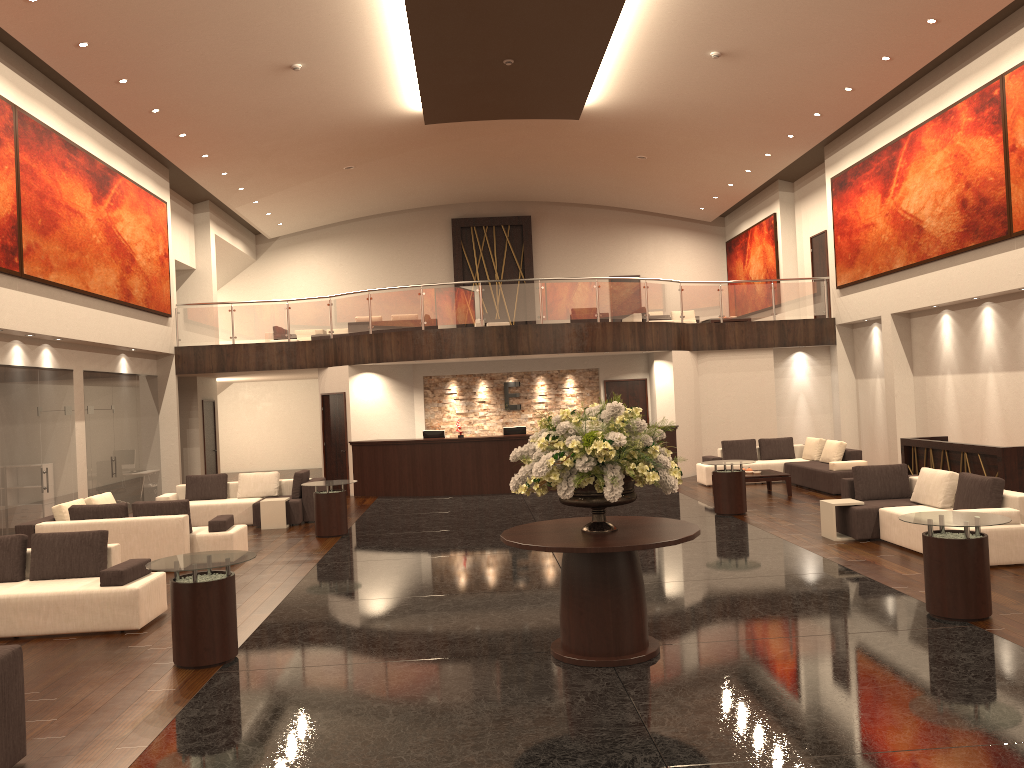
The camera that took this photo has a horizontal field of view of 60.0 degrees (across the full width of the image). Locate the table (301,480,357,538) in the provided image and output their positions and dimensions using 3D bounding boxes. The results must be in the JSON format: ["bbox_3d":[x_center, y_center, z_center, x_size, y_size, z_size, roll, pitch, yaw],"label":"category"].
[{"bbox_3d":[-2.741,1.890,13.406,0.833,0.795,0.844,-3,-1,36],"label":"table"}]

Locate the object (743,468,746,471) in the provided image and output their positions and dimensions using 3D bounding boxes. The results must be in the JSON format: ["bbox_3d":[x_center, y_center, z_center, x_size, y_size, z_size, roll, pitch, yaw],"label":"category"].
[{"bbox_3d":[4.215,1.566,16.213,0.119,0.106,0.119,-3,-1,21],"label":"object"}]

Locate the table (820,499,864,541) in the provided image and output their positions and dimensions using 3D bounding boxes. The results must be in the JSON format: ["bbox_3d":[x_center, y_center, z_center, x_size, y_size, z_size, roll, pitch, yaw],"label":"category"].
[{"bbox_3d":[4.158,1.703,11.154,0.400,0.460,0.400,-3,-1,-3],"label":"table"}]

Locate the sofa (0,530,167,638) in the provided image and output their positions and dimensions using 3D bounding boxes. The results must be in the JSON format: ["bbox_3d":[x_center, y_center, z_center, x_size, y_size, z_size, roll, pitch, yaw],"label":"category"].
[{"bbox_3d":[-4.628,1.865,7.274,2.586,0.862,3.366,-3,-1,-3],"label":"sofa"}]

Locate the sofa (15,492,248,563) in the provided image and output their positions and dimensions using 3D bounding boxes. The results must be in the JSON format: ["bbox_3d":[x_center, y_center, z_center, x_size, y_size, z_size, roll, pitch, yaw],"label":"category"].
[{"bbox_3d":[-4.899,1.949,12.617,2.586,0.862,3.366,-3,-1,-3],"label":"sofa"}]

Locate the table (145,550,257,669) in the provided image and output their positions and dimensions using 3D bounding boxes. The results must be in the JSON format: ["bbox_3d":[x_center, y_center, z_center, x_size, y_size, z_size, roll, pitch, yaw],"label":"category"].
[{"bbox_3d":[-2.438,1.790,7.022,0.833,0.795,0.844,-2,-1,-42],"label":"table"}]

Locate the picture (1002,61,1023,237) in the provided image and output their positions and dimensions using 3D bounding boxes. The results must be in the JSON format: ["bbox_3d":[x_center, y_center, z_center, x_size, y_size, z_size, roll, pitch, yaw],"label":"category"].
[{"bbox_3d":[7.728,-3.542,11.345,0.070,2.526,4.515,-3,-1,-3],"label":"picture"}]

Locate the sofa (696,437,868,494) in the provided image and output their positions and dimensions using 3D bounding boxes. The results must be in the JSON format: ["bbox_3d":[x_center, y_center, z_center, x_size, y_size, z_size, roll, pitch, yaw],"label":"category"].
[{"bbox_3d":[5.130,1.532,16.872,2.586,0.862,3.366,-3,-1,-3],"label":"sofa"}]

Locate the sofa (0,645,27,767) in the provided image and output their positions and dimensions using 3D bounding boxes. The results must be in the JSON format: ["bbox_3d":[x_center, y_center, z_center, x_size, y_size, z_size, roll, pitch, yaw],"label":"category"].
[{"bbox_3d":[-4.214,1.810,4.673,2.846,0.862,1.291,-3,-1,-3],"label":"sofa"}]

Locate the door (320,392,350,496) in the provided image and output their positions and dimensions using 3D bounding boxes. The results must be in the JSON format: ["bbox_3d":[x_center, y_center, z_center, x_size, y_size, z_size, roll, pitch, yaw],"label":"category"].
[{"bbox_3d":[-3.863,1.307,19.426,0.104,2.232,0.990,-2,-1,-42],"label":"door"}]

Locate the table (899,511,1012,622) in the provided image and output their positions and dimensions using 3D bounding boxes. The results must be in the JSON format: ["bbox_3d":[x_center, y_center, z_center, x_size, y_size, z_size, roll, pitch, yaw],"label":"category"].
[{"bbox_3d":[3.665,1.505,7.316,0.833,0.795,0.844,-2,-1,-42],"label":"table"}]

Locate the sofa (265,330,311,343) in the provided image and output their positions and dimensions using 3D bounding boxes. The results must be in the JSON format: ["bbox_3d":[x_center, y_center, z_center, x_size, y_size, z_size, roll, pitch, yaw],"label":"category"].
[{"bbox_3d":[-5.349,-1.275,25.904,3.366,0.862,2.586,-3,-1,-3],"label":"sofa"}]

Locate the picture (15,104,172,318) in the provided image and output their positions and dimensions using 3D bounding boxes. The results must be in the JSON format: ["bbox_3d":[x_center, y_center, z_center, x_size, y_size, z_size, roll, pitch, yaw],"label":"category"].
[{"bbox_3d":[-7.366,-2.763,16.135,0.070,2.526,6.485,-3,-1,-3],"label":"picture"}]

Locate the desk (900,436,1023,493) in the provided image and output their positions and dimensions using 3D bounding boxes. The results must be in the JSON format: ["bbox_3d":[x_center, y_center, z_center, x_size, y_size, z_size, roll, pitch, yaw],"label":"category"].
[{"bbox_3d":[6.417,1.318,12.372,0.700,1.043,2.606,-3,-1,-3],"label":"desk"}]

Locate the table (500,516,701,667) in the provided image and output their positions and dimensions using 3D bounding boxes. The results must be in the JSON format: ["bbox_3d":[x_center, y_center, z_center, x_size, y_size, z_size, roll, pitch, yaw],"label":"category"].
[{"bbox_3d":[0.688,1.575,6.772,1.498,0.921,1.498,-3,-1,-12],"label":"table"}]

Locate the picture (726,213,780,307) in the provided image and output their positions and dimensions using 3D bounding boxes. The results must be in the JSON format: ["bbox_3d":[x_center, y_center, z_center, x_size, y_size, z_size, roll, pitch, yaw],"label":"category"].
[{"bbox_3d":[7.028,-3.311,26.075,0.070,2.526,4.515,-3,-1,-3],"label":"picture"}]

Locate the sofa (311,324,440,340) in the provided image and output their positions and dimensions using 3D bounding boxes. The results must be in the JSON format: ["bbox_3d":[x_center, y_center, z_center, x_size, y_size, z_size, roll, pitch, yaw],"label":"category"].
[{"bbox_3d":[-3.679,-1.373,24.483,3.366,0.862,2.586,-3,-1,-3],"label":"sofa"}]

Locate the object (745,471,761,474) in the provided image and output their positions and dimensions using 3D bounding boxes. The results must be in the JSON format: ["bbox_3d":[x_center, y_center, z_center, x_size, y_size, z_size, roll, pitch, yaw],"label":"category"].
[{"bbox_3d":[4.279,1.594,15.955,0.437,0.040,0.154,-3,-1,43],"label":"object"}]

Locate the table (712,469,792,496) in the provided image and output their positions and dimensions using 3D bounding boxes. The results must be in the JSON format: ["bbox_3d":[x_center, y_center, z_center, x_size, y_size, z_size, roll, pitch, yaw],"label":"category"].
[{"bbox_3d":[4.303,1.801,15.999,1.100,0.380,1.100,-3,-1,-3],"label":"table"}]

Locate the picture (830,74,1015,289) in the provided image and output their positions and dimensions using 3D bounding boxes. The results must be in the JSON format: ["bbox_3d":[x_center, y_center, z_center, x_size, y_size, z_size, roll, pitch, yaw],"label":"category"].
[{"bbox_3d":[7.466,-3.455,16.851,0.070,2.526,6.485,-3,-1,-3],"label":"picture"}]

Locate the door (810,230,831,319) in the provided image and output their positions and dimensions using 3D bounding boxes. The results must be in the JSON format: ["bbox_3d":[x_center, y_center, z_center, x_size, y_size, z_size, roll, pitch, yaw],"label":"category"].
[{"bbox_3d":[7.687,-2.629,22.053,0.104,2.232,0.990,-3,-1,-3],"label":"door"}]

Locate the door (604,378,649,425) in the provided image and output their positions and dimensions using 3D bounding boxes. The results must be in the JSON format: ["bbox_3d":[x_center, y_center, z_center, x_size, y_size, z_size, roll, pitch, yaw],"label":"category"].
[{"bbox_3d":[2.637,1.007,20.226,0.990,2.232,0.104,-3,-1,-3],"label":"door"}]

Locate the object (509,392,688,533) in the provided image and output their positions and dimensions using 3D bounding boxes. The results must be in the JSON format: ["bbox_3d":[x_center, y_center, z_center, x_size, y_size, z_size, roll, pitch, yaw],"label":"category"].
[{"bbox_3d":[0.614,0.570,6.787,1.402,1.097,1.453,-3,-1,43],"label":"object"}]

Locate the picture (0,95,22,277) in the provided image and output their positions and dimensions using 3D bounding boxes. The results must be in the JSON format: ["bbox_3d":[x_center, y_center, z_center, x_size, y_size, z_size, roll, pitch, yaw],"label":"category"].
[{"bbox_3d":[-7.104,-2.849,10.630,0.070,2.526,4.515,-3,-1,-3],"label":"picture"}]

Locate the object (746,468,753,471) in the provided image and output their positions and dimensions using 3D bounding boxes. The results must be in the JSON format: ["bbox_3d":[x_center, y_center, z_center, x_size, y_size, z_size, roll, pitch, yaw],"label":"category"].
[{"bbox_3d":[4.304,1.560,16.086,0.119,0.106,0.119,-2,-1,-21],"label":"object"}]

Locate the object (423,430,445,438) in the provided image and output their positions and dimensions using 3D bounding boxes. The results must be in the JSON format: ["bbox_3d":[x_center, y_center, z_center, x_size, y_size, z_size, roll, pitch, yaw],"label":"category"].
[{"bbox_3d":[-1.655,1.229,18.862,0.483,0.485,0.189,-3,-1,12],"label":"object"}]

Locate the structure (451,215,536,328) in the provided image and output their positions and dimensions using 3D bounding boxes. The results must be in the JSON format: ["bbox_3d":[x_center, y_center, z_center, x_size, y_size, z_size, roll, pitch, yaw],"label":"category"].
[{"bbox_3d":[-0.561,-3.162,28.094,2.524,4.236,0.187,-3,-1,-3],"label":"structure"}]

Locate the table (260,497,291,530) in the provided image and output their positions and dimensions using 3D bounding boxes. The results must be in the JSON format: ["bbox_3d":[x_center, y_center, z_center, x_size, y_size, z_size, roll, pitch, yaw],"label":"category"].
[{"bbox_3d":[-3.893,2.131,14.616,0.400,0.460,0.400,-3,-1,-3],"label":"table"}]

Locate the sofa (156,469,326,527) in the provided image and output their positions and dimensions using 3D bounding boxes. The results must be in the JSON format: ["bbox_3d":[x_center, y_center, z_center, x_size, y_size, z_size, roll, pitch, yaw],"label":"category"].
[{"bbox_3d":[-4.716,1.976,15.238,2.846,0.862,1.291,-3,-1,-3],"label":"sofa"}]

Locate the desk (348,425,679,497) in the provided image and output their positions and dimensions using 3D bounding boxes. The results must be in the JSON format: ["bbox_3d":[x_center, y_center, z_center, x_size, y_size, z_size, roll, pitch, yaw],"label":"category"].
[{"bbox_3d":[0.100,1.641,18.850,7.146,1.171,1.674,-3,-1,-1],"label":"desk"}]

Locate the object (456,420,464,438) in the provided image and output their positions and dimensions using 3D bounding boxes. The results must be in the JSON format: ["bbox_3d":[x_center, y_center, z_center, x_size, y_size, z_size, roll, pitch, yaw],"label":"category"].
[{"bbox_3d":[-1.081,0.916,18.361,0.163,0.390,0.165,-3,-1,5],"label":"object"}]

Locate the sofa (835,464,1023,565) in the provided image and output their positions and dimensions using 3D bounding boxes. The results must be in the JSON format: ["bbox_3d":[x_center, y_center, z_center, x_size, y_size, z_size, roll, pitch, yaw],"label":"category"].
[{"bbox_3d":[4.842,1.458,10.406,1.291,0.862,2.846,-3,-1,-3],"label":"sofa"}]

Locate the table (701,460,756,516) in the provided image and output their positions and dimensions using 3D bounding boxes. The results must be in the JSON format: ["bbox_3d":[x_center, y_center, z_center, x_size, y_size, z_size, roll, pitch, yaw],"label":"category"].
[{"bbox_3d":[3.361,1.605,13.701,0.833,0.795,0.844,-3,-1,36],"label":"table"}]

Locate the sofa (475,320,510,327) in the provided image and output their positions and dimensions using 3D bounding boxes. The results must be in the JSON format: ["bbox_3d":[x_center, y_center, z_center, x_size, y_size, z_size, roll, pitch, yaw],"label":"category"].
[{"bbox_3d":[-0.406,-1.518,25.266,1.291,0.862,2.846,-3,-1,-3],"label":"sofa"}]

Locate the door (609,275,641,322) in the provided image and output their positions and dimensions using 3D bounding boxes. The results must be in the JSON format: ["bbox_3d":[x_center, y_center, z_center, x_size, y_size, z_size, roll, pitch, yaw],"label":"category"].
[{"bbox_3d":[3.660,-2.353,28.372,0.990,2.232,0.104,-3,-1,-3],"label":"door"}]

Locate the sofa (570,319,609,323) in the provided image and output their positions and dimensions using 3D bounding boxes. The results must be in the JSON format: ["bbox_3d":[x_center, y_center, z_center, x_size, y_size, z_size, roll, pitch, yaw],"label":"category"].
[{"bbox_3d":[1.919,-1.628,25.253,1.291,0.862,2.846,-3,-1,-3],"label":"sofa"}]

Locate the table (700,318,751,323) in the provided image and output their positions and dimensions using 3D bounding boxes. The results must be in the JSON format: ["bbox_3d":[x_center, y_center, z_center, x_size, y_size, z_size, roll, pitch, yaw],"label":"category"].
[{"bbox_3d":[5.853,-1.586,24.323,1.100,0.380,1.100,-3,-1,-3],"label":"table"}]

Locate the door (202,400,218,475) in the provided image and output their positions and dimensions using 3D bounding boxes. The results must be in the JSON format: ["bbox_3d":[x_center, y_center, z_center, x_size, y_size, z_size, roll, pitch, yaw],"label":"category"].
[{"bbox_3d":[-7.482,1.512,21.955,0.104,2.232,0.990,-3,-1,-3],"label":"door"}]

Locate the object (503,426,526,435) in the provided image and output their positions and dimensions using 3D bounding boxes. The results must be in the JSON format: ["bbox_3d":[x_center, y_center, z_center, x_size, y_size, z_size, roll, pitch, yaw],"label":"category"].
[{"bbox_3d":[0.064,1.145,18.674,0.483,0.485,0.189,-3,-1,-3],"label":"object"}]

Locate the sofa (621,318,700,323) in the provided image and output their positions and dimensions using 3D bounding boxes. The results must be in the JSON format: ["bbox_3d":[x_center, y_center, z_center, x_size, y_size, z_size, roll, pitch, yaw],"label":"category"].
[{"bbox_3d":[4.997,-1.772,25.377,3.366,0.862,2.586,-3,-1,-3],"label":"sofa"}]
